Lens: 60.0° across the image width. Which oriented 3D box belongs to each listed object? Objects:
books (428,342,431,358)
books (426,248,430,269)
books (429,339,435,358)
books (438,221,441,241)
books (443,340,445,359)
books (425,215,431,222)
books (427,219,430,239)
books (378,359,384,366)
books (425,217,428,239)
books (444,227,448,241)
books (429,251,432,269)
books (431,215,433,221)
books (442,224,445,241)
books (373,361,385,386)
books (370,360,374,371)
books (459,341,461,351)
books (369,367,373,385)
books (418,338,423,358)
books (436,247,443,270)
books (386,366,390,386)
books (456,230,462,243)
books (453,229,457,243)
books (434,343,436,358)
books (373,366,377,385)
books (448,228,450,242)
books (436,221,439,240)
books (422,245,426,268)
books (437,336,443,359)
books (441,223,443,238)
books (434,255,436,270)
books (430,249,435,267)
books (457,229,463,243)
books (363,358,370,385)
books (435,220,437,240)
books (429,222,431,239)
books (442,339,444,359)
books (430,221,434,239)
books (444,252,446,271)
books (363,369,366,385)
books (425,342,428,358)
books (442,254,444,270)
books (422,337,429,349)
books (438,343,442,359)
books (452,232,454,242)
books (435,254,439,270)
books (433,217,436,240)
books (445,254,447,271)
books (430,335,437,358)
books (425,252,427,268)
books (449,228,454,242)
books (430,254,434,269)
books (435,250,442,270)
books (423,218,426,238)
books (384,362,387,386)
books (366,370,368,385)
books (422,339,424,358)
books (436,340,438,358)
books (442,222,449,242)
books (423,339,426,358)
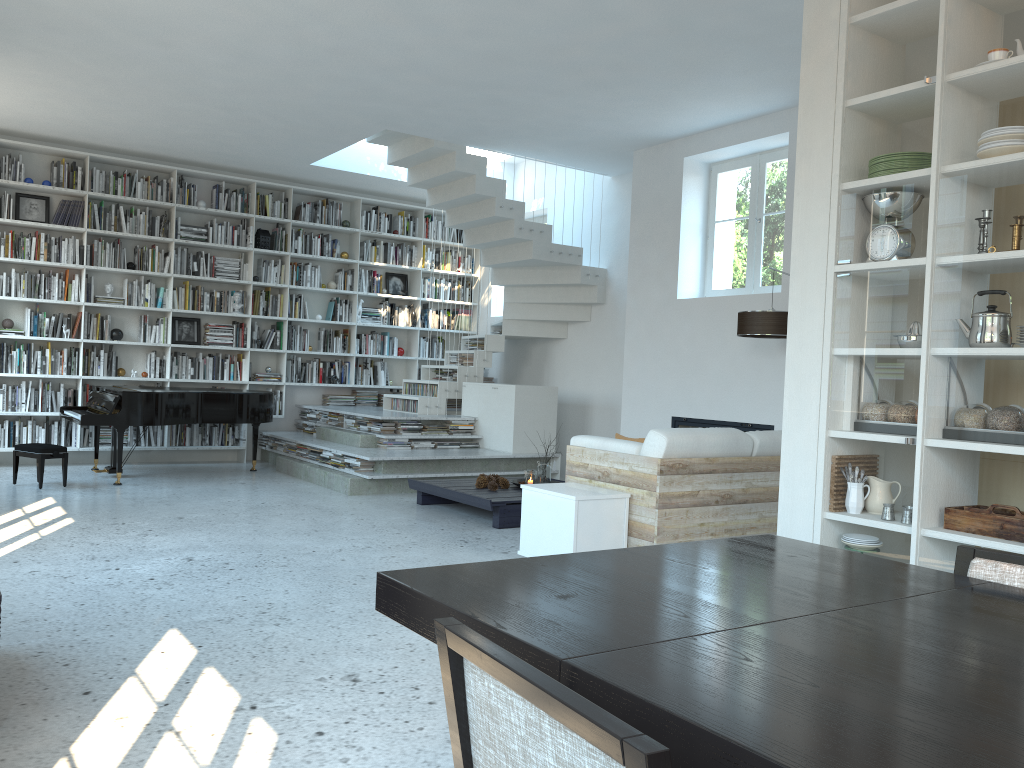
[{"bbox_3d":[-1.079,-0.433,11.273,0.025,0.208,0.149,2,1,-34],"label":"books"},{"bbox_3d":[-1.089,-1.563,11.088,0.026,0.263,0.189,2,1,-34],"label":"books"},{"bbox_3d":[-1.042,-0.452,11.266,0.027,0.248,0.184,2,1,-34],"label":"books"},{"bbox_3d":[-0.959,-1.928,11.270,0.029,0.264,0.179,2,1,-34],"label":"books"},{"bbox_3d":[-0.907,-0.443,11.389,0.013,0.240,0.166,2,1,-34],"label":"books"},{"bbox_3d":[-1.069,-1.966,11.202,0.014,0.331,0.142,2,1,-34],"label":"books"},{"bbox_3d":[-1.085,-1.935,11.163,0.012,0.269,0.184,2,1,-34],"label":"books"},{"bbox_3d":[-1.621,-0.146,10.933,0.012,0.326,0.136,2,1,-34],"label":"books"},{"bbox_3d":[-1.102,-1.944,11.166,0.013,0.286,0.150,2,1,-34],"label":"books"},{"bbox_3d":[-0.875,-1.896,11.332,0.026,0.208,0.163,2,1,-34],"label":"books"},{"bbox_3d":[-1.065,-1.543,11.118,0.049,0.224,0.161,2,1,-34],"label":"books"},{"bbox_3d":[-1.041,-1.962,11.224,0.012,0.326,0.151,2,1,-34],"label":"books"},{"bbox_3d":[-0.905,-1.912,11.307,0.025,0.237,0.143,2,1,-34],"label":"books"},{"bbox_3d":[-1.639,-0.129,10.853,0.075,0.291,0.255,2,1,-34],"label":"books"},{"bbox_3d":[-1.733,-0.140,10.862,0.010,0.304,0.131,2,1,-34],"label":"books"},{"bbox_3d":[-0.649,-0.440,11.566,0.012,0.254,0.161,2,1,-34],"label":"books"},{"bbox_3d":[-1.749,-0.096,10.828,0.052,0.217,0.184,2,1,-34],"label":"books"},{"bbox_3d":[-1.182,-0.459,11.183,0.024,0.252,0.175,2,1,-34],"label":"books"},{"bbox_3d":[-0.925,-1.574,11.214,0.022,0.296,0.152,2,1,-34],"label":"books"},{"bbox_3d":[-1.564,-0.118,10.959,0.062,0.274,0.148,2,1,-34],"label":"books"},{"bbox_3d":[-0.709,-1.883,11.424,0.024,0.193,0.186,2,1,-34],"label":"books"},{"bbox_3d":[-0.760,-1.927,11.419,0.069,0.277,0.131,2,1,-34],"label":"books"},{"bbox_3d":[-1.025,-0.428,11.312,0.027,0.201,0.164,2,1,-34],"label":"books"},{"bbox_3d":[-1.708,-0.106,10.859,0.031,0.239,0.171,2,1,-34],"label":"books"},{"bbox_3d":[-0.841,-1.923,11.356,0.015,0.263,0.143,2,1,-34],"label":"books"},{"bbox_3d":[-0.980,-1.926,11.255,0.022,0.259,0.163,2,1,-34],"label":"books"},{"bbox_3d":[-1.127,-1.580,11.070,0.010,0.294,0.183,2,1,-34],"label":"books"},{"bbox_3d":[-0.940,-0.466,11.357,0.011,0.284,0.161,2,1,-34],"label":"books"},{"bbox_3d":[-0.932,-1.919,11.299,0.027,0.250,0.154,2,1,-34],"label":"books"},{"bbox_3d":[-1.019,-1.529,11.211,0.038,0.199,0.170,2,1,-34],"label":"books"},{"bbox_3d":[-1.020,-1.561,11.159,0.023,0.263,0.158,2,1,-34],"label":"books"},{"bbox_3d":[-0.679,-1.909,11.463,0.068,0.247,0.160,2,1,-34],"label":"books"},{"bbox_3d":[-1.774,-0.155,10.808,0.014,0.333,0.168,2,1,-34],"label":"books"},{"bbox_3d":[-1.002,-1.935,11.245,0.027,0.275,0.148,2,1,-34],"label":"books"},{"bbox_3d":[-1.074,-1.914,11.176,0.022,0.229,0.174,2,1,-34],"label":"books"},{"bbox_3d":[-0.919,-0.450,11.385,0.012,0.254,0.161,2,1,-34],"label":"books"},{"bbox_3d":[-1.048,-1.921,11.202,0.023,0.244,0.182,2,1,-34],"label":"books"},{"bbox_3d":[-0.889,-1.543,11.252,0.012,0.238,0.165,2,1,-34],"label":"books"},{"bbox_3d":[-1.821,-0.085,10.792,0.030,0.188,0.140,2,1,-34],"label":"books"},{"bbox_3d":[-1.115,-0.431,11.234,0.029,0.201,0.172,2,1,-34],"label":"books"},{"bbox_3d":[-0.915,-1.529,11.228,0.014,0.206,0.184,2,1,-34],"label":"books"},{"bbox_3d":[-1.102,-0.464,11.264,0.024,0.267,0.133,2,1,-34],"label":"books"},{"bbox_3d":[-0.950,-0.427,11.341,0.021,0.205,0.174,2,1,-34],"label":"books"},{"bbox_3d":[-0.790,-1.907,11.404,0.010,0.235,0.131,2,1,-34],"label":"books"},{"bbox_3d":[-0.973,-1.534,11.200,0.025,0.211,0.134,2,1,-34],"label":"books"},{"bbox_3d":[-1.023,-1.951,11.218,0.012,0.306,0.184,2,1,-34],"label":"books"},{"bbox_3d":[-0.873,-1.535,11.251,0.013,0.222,0.174,2,1,-34],"label":"books"},{"bbox_3d":[-1.006,-0.475,11.323,0.013,0.297,0.141,2,1,-34],"label":"books"},{"bbox_3d":[-1.115,-1.536,11.081,0.024,0.205,0.165,2,1,-34],"label":"books"},{"bbox_3d":[-0.811,-1.896,11.374,0.057,0.212,0.162,2,1,-34],"label":"books"},{"bbox_3d":[-1.032,-1.527,11.134,0.024,0.193,0.189,2,1,-34],"label":"books"},{"bbox_3d":[-0.942,-1.553,11.198,0.023,0.254,0.189,2,1,-34],"label":"books"},{"bbox_3d":[-1.140,-1.940,11.145,0.022,0.275,0.160,2,1,-34],"label":"books"},{"bbox_3d":[-1.594,-0.126,10.926,0.025,0.287,0.160,2,1,-34],"label":"books"},{"bbox_3d":[-1.795,-0.082,10.802,0.024,0.185,0.149,2,1,-34],"label":"books"},{"bbox_3d":[-1.162,-0.450,11.206,0.037,0.236,0.153,2,1,-34],"label":"books"},{"bbox_3d":[-0.993,-0.441,11.326,0.014,0.230,0.172,2,1,-34],"label":"books"},{"bbox_3d":[-0.854,-1.934,11.352,0.012,0.285,0.159,2,1,-34],"label":"books"},{"bbox_3d":[-1.138,-0.452,11.224,0.022,0.242,0.151,2,1,-34],"label":"books"}]
